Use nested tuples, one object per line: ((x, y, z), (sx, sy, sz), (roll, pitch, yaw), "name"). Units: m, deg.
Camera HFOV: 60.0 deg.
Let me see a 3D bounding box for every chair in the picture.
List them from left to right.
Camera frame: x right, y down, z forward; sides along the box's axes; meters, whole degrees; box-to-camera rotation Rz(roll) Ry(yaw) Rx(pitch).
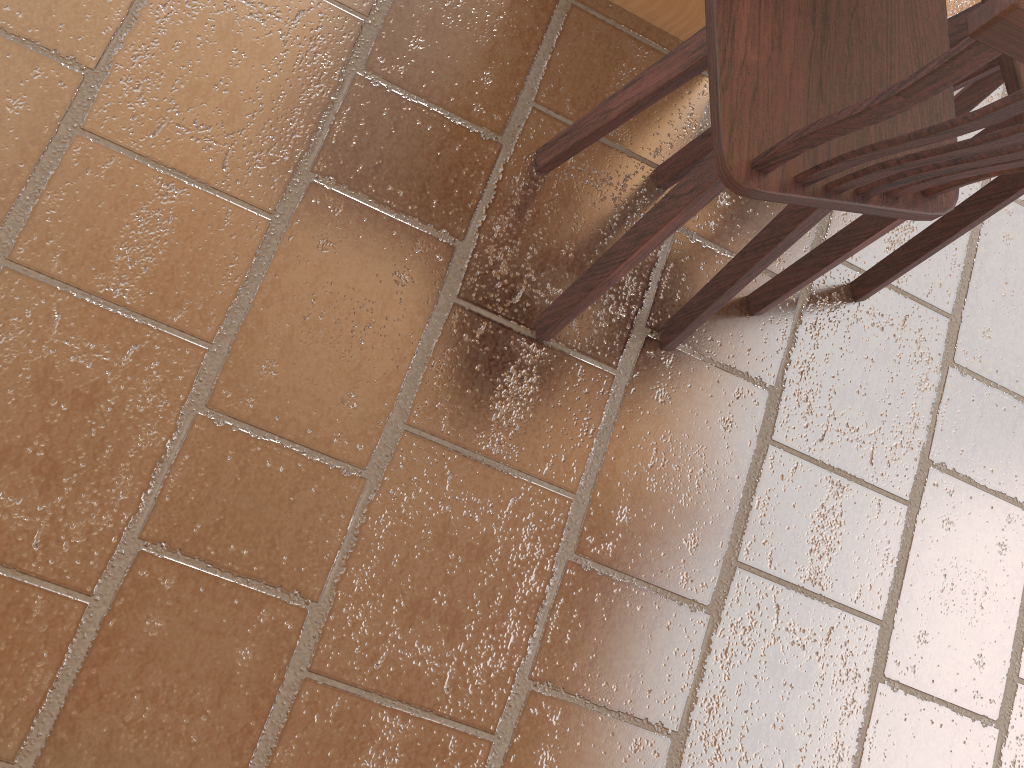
((0.405, -0.395, 1.427), (0.406, 1.319, 0.504), (3, 79, -17), "chair")
((0.889, -0.494, 1.594), (0.406, 1.319, 0.504), (-9, 83, -18), "chair")
((1.267, -1.025, 1.807), (0.504, 1.319, 0.406), (33, 72, -9), "chair")

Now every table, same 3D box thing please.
((0.724, -2.242, 1.895), (1.196, 1.257, 3.220), (24, 74, -12), "table")
